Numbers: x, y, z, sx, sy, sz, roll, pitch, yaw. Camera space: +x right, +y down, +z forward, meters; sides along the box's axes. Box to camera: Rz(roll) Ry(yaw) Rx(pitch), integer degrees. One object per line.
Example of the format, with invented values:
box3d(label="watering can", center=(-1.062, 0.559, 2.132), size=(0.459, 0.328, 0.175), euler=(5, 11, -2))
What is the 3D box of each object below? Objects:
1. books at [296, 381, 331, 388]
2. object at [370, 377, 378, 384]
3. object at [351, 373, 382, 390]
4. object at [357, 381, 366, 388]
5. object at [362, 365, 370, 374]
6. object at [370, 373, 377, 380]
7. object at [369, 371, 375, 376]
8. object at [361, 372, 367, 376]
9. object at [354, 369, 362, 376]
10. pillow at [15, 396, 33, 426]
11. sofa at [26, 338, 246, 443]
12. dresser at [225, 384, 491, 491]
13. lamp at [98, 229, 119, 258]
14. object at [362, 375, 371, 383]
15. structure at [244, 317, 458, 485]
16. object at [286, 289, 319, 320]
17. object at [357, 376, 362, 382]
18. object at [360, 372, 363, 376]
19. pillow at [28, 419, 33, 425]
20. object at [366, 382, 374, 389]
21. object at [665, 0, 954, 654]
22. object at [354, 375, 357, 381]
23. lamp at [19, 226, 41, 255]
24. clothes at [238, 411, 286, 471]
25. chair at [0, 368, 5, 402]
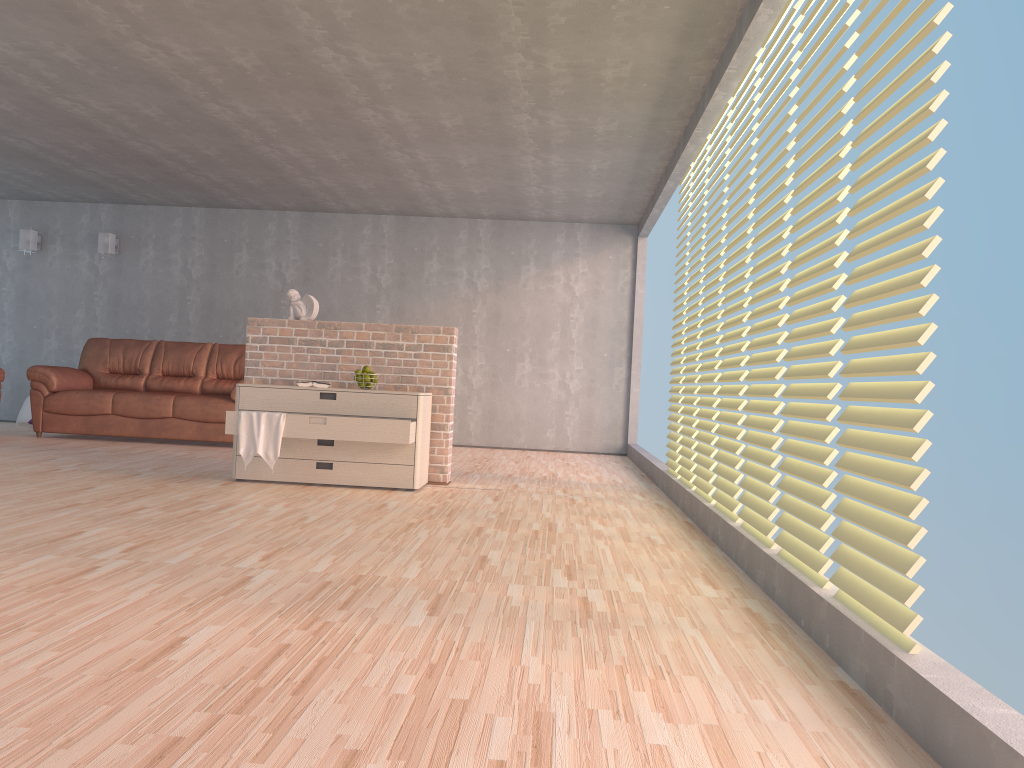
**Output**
box3d(label="books", center=(-1.271, 0.000, 5.684), size=(0.209, 0.040, 0.146), euler=(3, 0, -7))
box3d(label="object", center=(-0.894, -0.027, 5.748), size=(0.053, 0.054, 0.053), euler=(3, 0, 38))
box3d(label="object", center=(-0.941, -0.015, 5.728), size=(0.202, 0.104, 0.202), euler=(3, 0, -4))
box3d(label="object", center=(-0.969, 0.001, 5.718), size=(0.059, 0.055, 0.060), euler=(3, 0, -42))
box3d(label="object", center=(-0.943, -0.093, 5.735), size=(0.054, 0.056, 0.054), euler=(3, 0, 3))
box3d(label="object", center=(-0.891, -0.048, 5.688), size=(0.047, 0.047, 0.046), euler=(3, 0, 41))
box3d(label="object", center=(-0.905, -0.061, 5.728), size=(0.043, 0.043, 0.039), euler=(3, 0, -12))
box3d(label="object", center=(-0.952, -0.058, 5.706), size=(0.039, 0.038, 0.039), euler=(3, 0, 32))
box3d(label="object", center=(-0.988, -0.072, 5.694), size=(0.046, 0.045, 0.046), euler=(3, 0, 2))
box3d(label="pillow", center=(-5.147, 0.294, 9.579), size=(0.327, 0.326, 0.241), euler=(3, 0, 7))
box3d(label="sofa", center=(-3.300, 0.032, 8.449), size=(2.202, 0.923, 0.981), euler=(3, 0, 3))
box3d(label="dresser", center=(-0.900, 0.346, 5.579), size=(1.686, 0.612, 0.605), euler=(3, 0, 3))
box3d(label="lamp", center=(-4.424, -1.532, 9.707), size=(0.165, 0.319, 0.177), euler=(3, 0, 3))
box3d(label="object", center=(-0.934, -0.034, 5.679), size=(0.057, 0.057, 0.057), euler=(3, 0, 36))
box3d(label="structure", center=(-1.109, 0.113, 6.055), size=(1.422, 1.057, 0.211), euler=(3, 0, 3))
box3d(label="object", center=(-1.444, -0.540, 6.072), size=(0.216, 0.218, 0.131), euler=(3, 0, 2))
box3d(label="object", center=(-0.975, -0.034, 5.682), size=(0.038, 0.040, 0.039), euler=(3, 0, 11))
box3d(label="object", center=(-0.974, -0.059, 5.757), size=(0.049, 0.053, 0.054), euler=(3, 0, 34))
box3d(label="pillow", center=(-4.863, 0.389, 9.411), size=(0.392, 0.130, 0.365), euler=(3, 0, 23))
box3d(label="object", center=(-0.915, 0.009, 5.710), size=(0.046, 0.048, 0.048), euler=(3, 0, -8))
box3d(label="object", center=(1.047, -0.421, 4.140), size=(0.044, 2.114, 4.372), euler=(3, 0, 3))
box3d(label="object", center=(-0.997, -0.039, 5.719), size=(0.046, 0.044, 0.046), euler=(3, 0, -1))
box3d(label="lamp", center=(-5.306, -1.576, 9.749), size=(0.165, 0.319, 0.168), euler=(3, 0, 3))
box3d(label="clothes", center=(-1.495, 0.350, 5.321), size=(0.325, 0.369, 0.097), euler=(3, 0, 4))
box3d(label="chair", center=(-4.967, -0.033, 7.427), size=(0.936, 0.879, 0.970), euler=(3, 0, 2))
